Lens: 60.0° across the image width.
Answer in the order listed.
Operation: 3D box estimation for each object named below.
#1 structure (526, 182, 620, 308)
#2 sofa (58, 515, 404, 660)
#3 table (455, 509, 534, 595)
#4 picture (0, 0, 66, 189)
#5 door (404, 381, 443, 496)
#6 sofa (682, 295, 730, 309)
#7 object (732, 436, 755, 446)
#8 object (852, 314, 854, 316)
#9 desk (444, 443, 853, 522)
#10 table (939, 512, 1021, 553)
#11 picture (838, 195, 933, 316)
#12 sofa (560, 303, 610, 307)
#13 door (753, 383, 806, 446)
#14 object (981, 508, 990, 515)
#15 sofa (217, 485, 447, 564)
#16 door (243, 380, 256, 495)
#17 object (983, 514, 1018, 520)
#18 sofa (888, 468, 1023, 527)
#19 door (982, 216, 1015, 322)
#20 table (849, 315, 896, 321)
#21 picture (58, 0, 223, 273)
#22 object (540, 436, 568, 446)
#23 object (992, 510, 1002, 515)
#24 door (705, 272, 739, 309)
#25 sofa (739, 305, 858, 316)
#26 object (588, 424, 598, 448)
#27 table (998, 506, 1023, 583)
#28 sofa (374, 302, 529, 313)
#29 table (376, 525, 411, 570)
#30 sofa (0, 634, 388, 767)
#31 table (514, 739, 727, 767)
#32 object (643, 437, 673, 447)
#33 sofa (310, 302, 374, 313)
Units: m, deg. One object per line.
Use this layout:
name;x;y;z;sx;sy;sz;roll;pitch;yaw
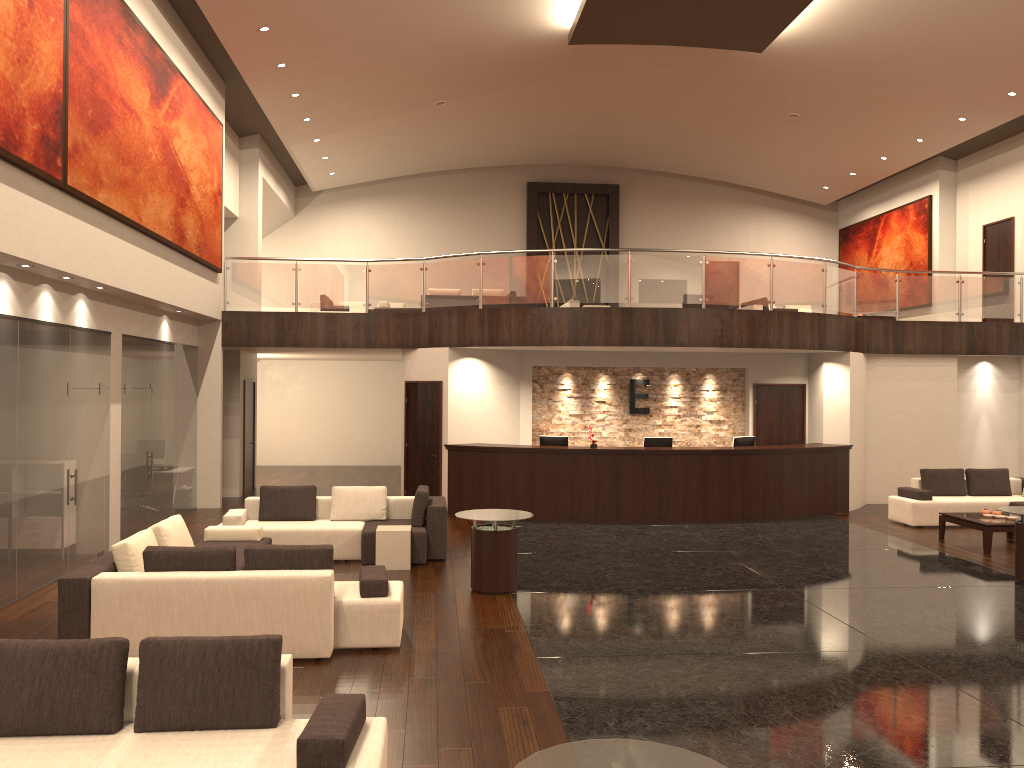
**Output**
structure;1.643;-3.319;24.081;2.524;4.236;0.187;0;0;-5
sofa;-2.311;1.726;8.480;2.586;0.862;3.366;0;0;-5
table;-0.189;1.775;9.361;0.833;0.795;0.844;0;0;34
picture;-4.163;-3.163;6.357;0.070;2.526;4.515;0;0;-5
door;-1.530;1.063;15.322;0.104;2.232;0.990;1;0;-45
sofa;4.154;-1.619;21.364;1.291;0.862;2.846;0;0;-5
object;3.936;1.136;15.052;0.483;0.485;0.189;0;0;-30
object;8.030;-1.593;20.810;0.119;0.106;0.119;1;0;-38
desk;2.430;1.619;14.918;7.146;1.171;1.674;0;0;-4
table;6.734;2.041;12.252;1.100;0.380;1.100;0;0;-5
picture;9.308;-3.029;22.388;0.070;2.526;4.515;0;0;-5
sofa;1.828;-1.635;21.278;1.291;0.862;2.846;0;0;-5
door;4.937;1.109;16.397;0.990;2.232;0.104;0;0;-5
object;6.650;1.799;12.460;0.119;0.106;0.119;0;0;18
sofa;-2.241;1.732;11.107;2.846;0.862;1.291;0;0;-5
door;-5.259;1.041;17.694;0.104;2.232;0.990;0;0;-5
object;6.723;1.833;12.205;0.437;0.040;0.154;0;0;41
sofa;7.537;1.808;13.157;2.586;0.862;3.366;0;0;-5
door;10.097;-2.267;18.404;0.104;2.232;0.990;0;0;-5
table;8.114;-1.351;20.603;1.100;0.380;1.100;0;0;-5
picture;-4.661;-3.154;11.846;0.070;2.526;6.485;0;0;-5
object;0.701;1.112;14.852;0.483;0.485;0.189;0;0;10
object;6.744;1.800;12.337;0.119;0.106;0.119;0;0;-23
door;5.798;-2.284;24.547;0.990;2.232;0.104;0;0;-5
sofa;7.227;-1.596;21.617;3.366;0.862;2.586;0;0;-5
object;1.312;0.837;14.373;0.163;0.390;0.165;0;0;3
table;5.903;1.820;9.914;0.833;0.795;0.844;0;0;34
sofa;-1.413;-1.661;20.357;3.366;0.862;2.586;0;0;-5
table;-1.402;1.939;10.523;0.400;0.460;0.400;0;0;-5
sofa;-1.810;1.717;3.154;2.586;0.862;3.366;0;0;-5
table;0.389;1.765;2.995;0.833;0.795;0.844;1;0;-44
object;2.429;1.125;14.736;0.483;0.485;0.189;0;0;-5
sofa;-3.144;-1.670;21.706;3.366;0.862;2.586;0;0;-5
